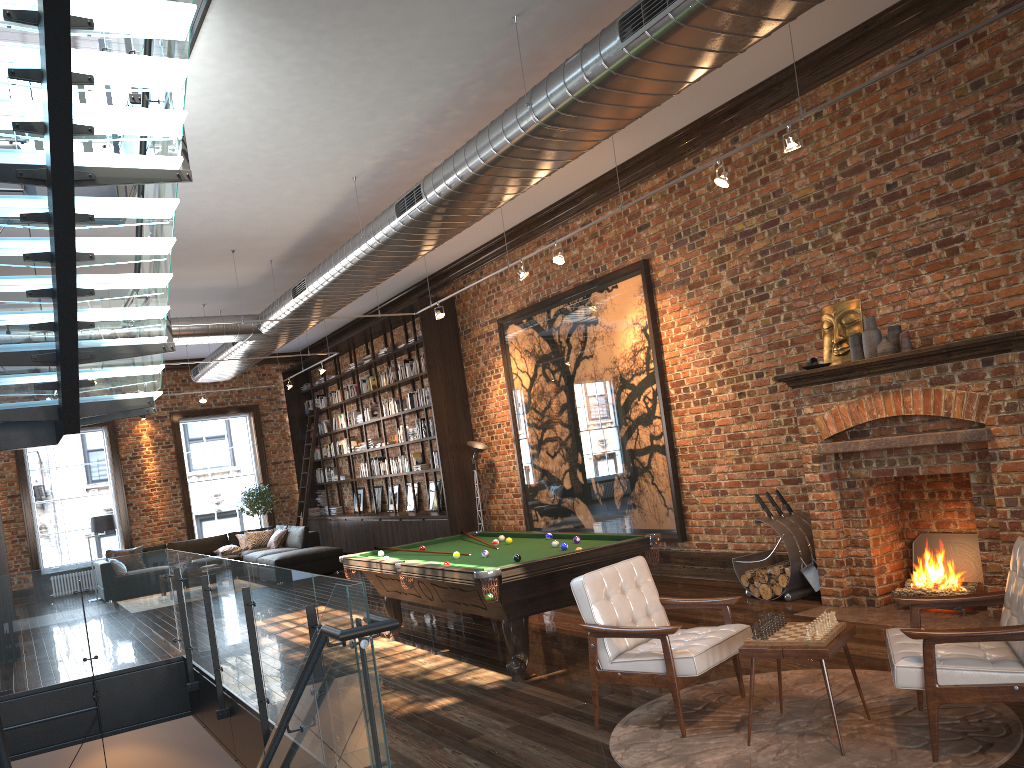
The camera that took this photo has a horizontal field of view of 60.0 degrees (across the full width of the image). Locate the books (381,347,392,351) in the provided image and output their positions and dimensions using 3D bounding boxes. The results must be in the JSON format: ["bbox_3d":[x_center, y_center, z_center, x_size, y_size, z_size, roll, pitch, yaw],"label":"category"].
[{"bbox_3d":[-2.165,-0.599,15.404,0.167,0.015,0.371,-6,-5,-25],"label":"books"}]

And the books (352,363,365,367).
[{"bbox_3d":[-2.870,-0.355,16.662,0.186,0.011,0.382,-5,-5,-29],"label":"books"}]

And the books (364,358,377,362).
[{"bbox_3d":[-2.518,-0.435,16.021,0.192,0.030,0.315,-5,-5,-35],"label":"books"}]

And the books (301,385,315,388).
[{"bbox_3d":[-4.459,0.057,19.400,0.229,0.015,0.314,-5,-5,-34],"label":"books"}]

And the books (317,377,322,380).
[{"bbox_3d":[-3.968,-0.115,18.594,0.164,0.022,0.258,-6,-5,-26],"label":"books"}]

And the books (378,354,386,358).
[{"bbox_3d":[-2.162,-0.497,15.399,0.216,0.010,0.344,-5,-5,-31],"label":"books"}]

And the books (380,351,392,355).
[{"bbox_3d":[-2.167,-0.533,15.398,0.205,0.008,0.335,-6,-5,-27],"label":"books"}]

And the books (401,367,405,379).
[{"bbox_3d":[-1.748,-0.175,14.780,0.168,0.231,0.028,-7,0,-30],"label":"books"}]

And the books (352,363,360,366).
[{"bbox_3d":[-2.876,-0.365,16.659,0.203,0.011,0.310,-5,-5,-30],"label":"books"}]

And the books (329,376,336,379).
[{"bbox_3d":[-3.511,-0.131,17.773,0.205,0.018,0.326,-5,-5,-33],"label":"books"}]

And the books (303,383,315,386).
[{"bbox_3d":[-4.443,0.018,19.412,0.189,0.017,0.302,-5,-5,-32],"label":"books"}]

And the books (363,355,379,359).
[{"bbox_3d":[-2.527,-0.488,16.020,0.204,0.017,0.362,-5,-5,-33],"label":"books"}]

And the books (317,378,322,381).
[{"bbox_3d":[-3.960,-0.097,18.598,0.162,0.017,0.382,-6,-5,-29],"label":"books"}]

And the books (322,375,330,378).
[{"bbox_3d":[-3.784,-0.157,18.247,0.191,0.007,0.367,-6,-5,-28],"label":"books"}]

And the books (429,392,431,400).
[{"bbox_3d":[-1.186,0.168,13.758,0.188,0.254,0.027,-7,0,-30],"label":"books"}]

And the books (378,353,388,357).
[{"bbox_3d":[-2.170,-0.509,15.395,0.226,0.015,0.277,-5,-5,-32],"label":"books"}]

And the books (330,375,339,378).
[{"bbox_3d":[-3.510,-0.147,17.775,0.209,0.014,0.293,-5,-5,-31],"label":"books"}]

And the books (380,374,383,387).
[{"bbox_3d":[-2.219,-0.054,15.603,0.172,0.244,0.011,-7,0,-30],"label":"books"}]

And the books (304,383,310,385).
[{"bbox_3d":[-4.451,0.006,19.408,0.188,0.008,0.346,-6,-5,-25],"label":"books"}]

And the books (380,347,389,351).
[{"bbox_3d":[-2.168,-0.615,15.404,0.188,0.017,0.277,-6,-5,-28],"label":"books"}]

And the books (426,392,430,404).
[{"bbox_3d":[-1.247,0.215,13.867,0.189,0.193,0.028,-7,0,-30],"label":"books"}]

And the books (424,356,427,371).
[{"bbox_3d":[-1.288,-0.323,13.971,0.159,0.275,0.026,-8,0,-30],"label":"books"}]

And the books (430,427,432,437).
[{"bbox_3d":[-1.245,0.752,14.155,0.165,0.179,0.034,-7,0,-30],"label":"books"}]

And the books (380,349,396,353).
[{"bbox_3d":[-2.160,-0.575,15.406,0.169,0.034,0.287,-5,-5,-35],"label":"books"}]

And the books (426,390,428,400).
[{"bbox_3d":[-1.265,0.206,13.907,0.160,0.224,0.057,-7,0,-30],"label":"books"}]

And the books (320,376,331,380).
[{"bbox_3d":[-3.790,-0.122,18.241,0.215,0.018,0.379,-5,-5,-32],"label":"books"}]

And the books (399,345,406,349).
[{"bbox_3d":[-1.720,-0.617,14.589,0.213,0.012,0.253,-6,-5,-25],"label":"books"}]

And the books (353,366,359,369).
[{"bbox_3d":[-2.859,-0.311,16.665,0.155,0.017,0.322,-5,-5,-35],"label":"books"}]

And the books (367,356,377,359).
[{"bbox_3d":[-2.509,-0.476,16.029,0.179,0.010,0.279,-5,-5,-31],"label":"books"}]

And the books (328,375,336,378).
[{"bbox_3d":[-3.527,-0.156,17.766,0.231,0.006,0.290,-5,-5,-34],"label":"books"}]

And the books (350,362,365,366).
[{"bbox_3d":[-2.886,-0.378,16.654,0.198,0.017,0.305,-5,-5,-35],"label":"books"}]

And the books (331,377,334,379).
[{"bbox_3d":[-3.516,-0.112,17.769,0.219,0.019,0.257,-6,-5,-25],"label":"books"}]

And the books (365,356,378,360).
[{"bbox_3d":[-2.510,-0.461,16.028,0.170,0.021,0.309,-5,-5,-34],"label":"books"}]

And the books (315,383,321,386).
[{"bbox_3d":[-3.970,0.018,18.584,0.226,0.036,0.305,-5,-5,-30],"label":"books"}]

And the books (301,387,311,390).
[{"bbox_3d":[-4.447,0.098,19.403,0.212,0.014,0.359,-5,-5,-34],"label":"books"}]

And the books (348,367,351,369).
[{"bbox_3d":[-3.059,-0.299,17.008,0.168,0.015,0.232,-6,-5,-27],"label":"books"}]

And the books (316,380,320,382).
[{"bbox_3d":[-3.973,-0.075,18.589,0.191,0.010,0.375,-6,-5,-28],"label":"books"}]

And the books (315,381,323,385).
[{"bbox_3d":[-3.985,-0.030,18.579,0.228,0.033,0.275,-6,-5,-26],"label":"books"}]

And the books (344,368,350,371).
[{"bbox_3d":[-3.071,-0.283,17.000,0.190,0.013,0.317,-5,-5,-34],"label":"books"}]

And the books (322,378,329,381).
[{"bbox_3d":[-3.784,-0.101,18.243,0.204,0.024,0.250,-6,-5,-26],"label":"books"}]

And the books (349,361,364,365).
[{"bbox_3d":[-2.892,-0.393,16.652,0.214,0.015,0.321,-5,-5,-33],"label":"books"}]

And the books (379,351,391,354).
[{"bbox_3d":[-2.171,-0.547,15.397,0.215,0.020,0.236,-5,-5,-33],"label":"books"}]

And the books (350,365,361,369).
[{"bbox_3d":[-2.880,-0.325,16.654,0.218,0.016,0.369,-6,-5,-29],"label":"books"}]

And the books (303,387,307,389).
[{"bbox_3d":[-4.446,0.085,19.405,0.225,0.011,0.271,-5,-5,-31],"label":"books"}]

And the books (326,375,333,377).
[{"bbox_3d":[-3.769,-0.144,18.255,0.155,0.022,0.329,-6,-5,-27],"label":"books"}]

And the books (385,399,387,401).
[{"bbox_3d":[-2.143,0.415,15.595,0.151,0.307,0.017,-8,0,-30],"label":"books"}]

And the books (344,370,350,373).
[{"bbox_3d":[-3.065,-0.246,17.001,0.191,0.015,0.376,-5,-5,-33],"label":"books"}]

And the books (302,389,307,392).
[{"bbox_3d":[-4.441,0.128,19.405,0.215,0.014,0.337,-6,-5,-27],"label":"books"}]

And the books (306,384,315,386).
[{"bbox_3d":[-4.425,0.036,19.420,0.160,0.021,0.297,-6,-5,-29],"label":"books"}]

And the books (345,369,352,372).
[{"bbox_3d":[-3.062,-0.260,17.004,0.197,0.014,0.263,-5,-5,-30],"label":"books"}]

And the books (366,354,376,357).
[{"bbox_3d":[-2.520,-0.510,16.026,0.192,0.009,0.307,-5,-5,-29],"label":"books"}]

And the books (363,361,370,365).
[{"bbox_3d":[-2.524,-0.390,16.015,0.227,0.011,0.375,-6,-5,-27],"label":"books"}]

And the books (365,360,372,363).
[{"bbox_3d":[-2.517,-0.413,16.020,0.212,0.014,0.283,-6,-5,-28],"label":"books"}]

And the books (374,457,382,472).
[{"bbox_3d":[-2.449,1.518,16.400,0.182,0.336,0.016,-8,0,-30],"label":"books"}]

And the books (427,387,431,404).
[{"bbox_3d":[-1.226,0.176,13.851,0.157,0.264,0.027,-7,0,-30],"label":"books"}]

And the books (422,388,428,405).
[{"bbox_3d":[-1.299,0.193,13.939,0.188,0.263,0.030,-7,0,-30],"label":"books"}]
